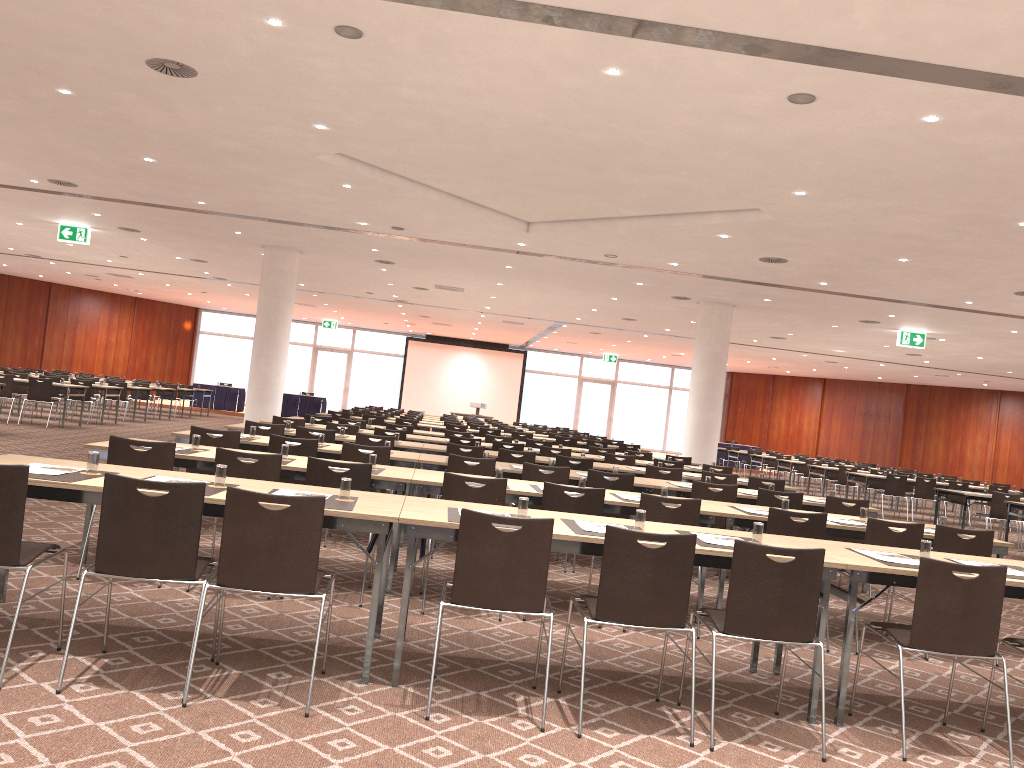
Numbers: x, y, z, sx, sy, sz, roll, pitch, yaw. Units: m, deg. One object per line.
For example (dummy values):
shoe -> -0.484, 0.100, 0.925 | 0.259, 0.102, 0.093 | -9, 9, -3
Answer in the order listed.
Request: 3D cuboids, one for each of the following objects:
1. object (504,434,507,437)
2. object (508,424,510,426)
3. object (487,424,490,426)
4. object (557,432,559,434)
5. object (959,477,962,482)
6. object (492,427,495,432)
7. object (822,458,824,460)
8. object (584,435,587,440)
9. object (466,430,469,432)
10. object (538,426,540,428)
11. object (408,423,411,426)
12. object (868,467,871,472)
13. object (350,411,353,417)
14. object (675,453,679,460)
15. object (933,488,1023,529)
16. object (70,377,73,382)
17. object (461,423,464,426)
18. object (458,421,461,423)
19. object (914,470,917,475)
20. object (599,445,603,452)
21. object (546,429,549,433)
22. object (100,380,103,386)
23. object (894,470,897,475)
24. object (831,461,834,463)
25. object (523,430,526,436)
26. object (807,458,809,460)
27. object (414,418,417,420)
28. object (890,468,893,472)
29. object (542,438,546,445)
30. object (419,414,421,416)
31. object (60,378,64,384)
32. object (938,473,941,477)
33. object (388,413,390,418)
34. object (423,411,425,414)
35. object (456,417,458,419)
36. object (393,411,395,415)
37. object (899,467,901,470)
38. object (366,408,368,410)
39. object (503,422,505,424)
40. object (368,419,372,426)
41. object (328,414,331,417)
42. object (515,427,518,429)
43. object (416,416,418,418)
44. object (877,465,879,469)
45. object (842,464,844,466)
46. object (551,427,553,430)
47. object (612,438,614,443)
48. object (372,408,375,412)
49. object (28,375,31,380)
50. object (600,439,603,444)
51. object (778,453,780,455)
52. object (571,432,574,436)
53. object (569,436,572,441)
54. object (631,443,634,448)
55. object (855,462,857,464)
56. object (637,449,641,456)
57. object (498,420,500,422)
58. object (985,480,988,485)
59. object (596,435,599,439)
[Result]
object -> -0.112, 0.892, 14.811 | 0.054, 0.114, 0.054 | 7, -1, -16
object -> -0.075, 1.079, 22.341 | 0.054, 0.114, 0.054 | 6, -1, 29
object -> -0.542, 0.976, 20.291 | 0.054, 0.114, 0.054 | 7, -1, -38
object -> 1.056, 1.162, 20.416 | 0.054, 0.114, 0.054 | 6, -1, 29
object -> 10.721, 2.293, 21.214 | 0.054, 0.114, 0.054 | 6, -1, 29
object -> -0.380, 0.946, 18.303 | 0.054, 0.114, 0.054 | 7, -1, -38
object -> 8.786, 2.163, 25.060 | 0.054, 0.114, 0.054 | 7, -1, -16
object -> 1.706, 1.239, 20.480 | 0.054, 0.114, 0.054 | 6, -1, 29
object -> -0.744, 0.819, 14.765 | 0.054, 0.114, 0.054 | 7, -1, -16
object -> 0.739, 1.223, 24.412 | 0.054, 0.114, 0.054 | 6, -1, 29
object -> -1.700, 0.707, 14.692 | 0.054, 0.114, 0.054 | 6, -1, 29
object -> 8.471, 2.030, 21.029 | 0.054, 0.114, 0.054 | 7, -1, -38
object -> -3.282, 0.607, 18.077 | 0.054, 0.114, 0.054 | 7, -1, -38
object -> 2.797, 1.233, 15.052 | 0.054, 0.114, 0.054 | 7, -1, -16
object -> 8.695, 2.403, 15.566 | 2.267, 0.833, 0.953 | 7, -1, -5
object -> -9.720, -0.097, 19.561 | 0.054, 0.114, 0.054 | 7, -1, -38
object -> -1.028, 0.870, 18.240 | 0.054, 0.114, 0.054 | 7, -1, -38
object -> -1.198, 0.899, 20.247 | 0.054, 0.114, 0.054 | 7, -1, -38
object -> 10.547, 2.321, 23.191 | 0.054, 0.114, 0.054 | 7, -1, -38
object -> 1.499, 1.081, 14.943 | 0.054, 0.114, 0.054 | 6, -1, 7
object -> 0.900, 1.193, 22.423 | 0.054, 0.114, 0.054 | 6, -1, 29
object -> -9.072, -0.022, 19.599 | 0.054, 0.114, 0.054 | 7, -1, -38
object -> 9.115, 2.105, 21.079 | 0.054, 0.114, 0.054 | 7, -1, -38
object -> 8.312, 2.060, 23.021 | 0.054, 0.114, 0.054 | 7, -1, -16
object -> 0.255, 1.020, 18.351 | 0.054, 0.114, 0.054 | 7, -1, -38
object -> 7.665, 1.984, 22.960 | 0.054, 0.114, 0.054 | 7, -1, -16
object -> -1.987, 0.758, 18.166 | 0.054, 0.114, 0.054 | 6, -1, 29
object -> 9.905, 2.246, 23.145 | 0.054, 0.114, 0.054 | 7, -1, -38
object -> 0.539, 0.968, 14.860 | 0.054, 0.114, 0.054 | 7, -1, -16
object -> -2.310, 0.818, 22.158 | 0.054, 0.114, 0.054 | 6, -1, 29
object -> -8.928, -0.054, 17.606 | 0.054, 0.114, 0.054 | 7, -1, -38
object -> 11.207, 2.398, 23.249 | 0.054, 0.114, 0.054 | 7, -1, -38
object -> -2.790, 0.713, 20.109 | 0.054, 0.114, 0.054 | 7, -1, -38
object -> -2.797, 0.906, 28.144 | 0.054, 0.114, 0.054 | 6, -1, 29
object -> -1.514, 0.959, 24.230 | 0.054, 0.114, 0.054 | 6, -1, 29
object -> -2.954, 0.743, 22.116 | 0.054, 0.114, 0.054 | 6, -1, 29
object -> 11.040, 2.427, 25.245 | 0.054, 0.114, 0.054 | 7, -1, -38
object -> -3.602, 0.666, 22.050 | 0.054, 0.114, 0.054 | 7, -1, -38
object -> -0.233, 1.109, 24.333 | 0.054, 0.114, 0.054 | 6, -1, 29
object -> -2.347, 0.631, 14.631 | 0.054, 0.114, 0.054 | 6, -1, 7
object -> -3.001, 0.554, 14.573 | 0.054, 0.114, 0.054 | 7, -1, -16
object -> 0.095, 1.050, 20.346 | 0.054, 0.114, 0.054 | 7, -1, -38
object -> -2.163, 0.786, 20.169 | 0.054, 0.114, 0.054 | 7, -1, -38
object -> 10.390, 2.351, 25.183 | 0.054, 0.114, 0.054 | 7, -1, -38
object -> 7.818, 1.953, 20.973 | 0.054, 0.114, 0.054 | 7, -1, -38
object -> 1.203, 1.326, 26.458 | 0.054, 0.114, 0.054 | 6, -1, 29
object -> 2.335, 1.312, 20.526 | 0.054, 0.114, 0.054 | 7, -1, -38
object -> -3.757, 0.697, 24.044 | 0.054, 0.114, 0.054 | 7, -1, -38
object -> -9.560, -0.127, 17.567 | 0.054, 0.114, 0.054 | 7, -1, -38
object -> 1.855, 1.207, 18.481 | 0.054, 0.114, 0.054 | 6, -1, 29
object -> 7.504, 2.014, 24.956 | 0.054, 0.114, 0.054 | 7, -1, -16
object -> 1.529, 1.267, 22.475 | 0.054, 0.114, 0.054 | 6, -1, 29
object -> 1.224, 1.134, 18.435 | 0.054, 0.114, 0.054 | 6, -1, 29
object -> 2.512, 1.284, 18.529 | 0.054, 0.114, 0.054 | 7, -1, -38
object -> 9.745, 2.276, 25.141 | 0.054, 0.114, 0.054 | 7, -1, -38
object -> 2.148, 1.157, 15.004 | 0.054, 0.114, 0.054 | 6, -1, 29
object -> -0.393, 1.139, 26.324 | 0.054, 0.114, 0.054 | 6, -1, 29
object -> 11.369, 2.368, 21.251 | 0.054, 0.114, 0.054 | 6, -1, 29
object -> 2.174, 1.342, 22.516 | 0.054, 0.114, 0.054 | 7, -1, -38
